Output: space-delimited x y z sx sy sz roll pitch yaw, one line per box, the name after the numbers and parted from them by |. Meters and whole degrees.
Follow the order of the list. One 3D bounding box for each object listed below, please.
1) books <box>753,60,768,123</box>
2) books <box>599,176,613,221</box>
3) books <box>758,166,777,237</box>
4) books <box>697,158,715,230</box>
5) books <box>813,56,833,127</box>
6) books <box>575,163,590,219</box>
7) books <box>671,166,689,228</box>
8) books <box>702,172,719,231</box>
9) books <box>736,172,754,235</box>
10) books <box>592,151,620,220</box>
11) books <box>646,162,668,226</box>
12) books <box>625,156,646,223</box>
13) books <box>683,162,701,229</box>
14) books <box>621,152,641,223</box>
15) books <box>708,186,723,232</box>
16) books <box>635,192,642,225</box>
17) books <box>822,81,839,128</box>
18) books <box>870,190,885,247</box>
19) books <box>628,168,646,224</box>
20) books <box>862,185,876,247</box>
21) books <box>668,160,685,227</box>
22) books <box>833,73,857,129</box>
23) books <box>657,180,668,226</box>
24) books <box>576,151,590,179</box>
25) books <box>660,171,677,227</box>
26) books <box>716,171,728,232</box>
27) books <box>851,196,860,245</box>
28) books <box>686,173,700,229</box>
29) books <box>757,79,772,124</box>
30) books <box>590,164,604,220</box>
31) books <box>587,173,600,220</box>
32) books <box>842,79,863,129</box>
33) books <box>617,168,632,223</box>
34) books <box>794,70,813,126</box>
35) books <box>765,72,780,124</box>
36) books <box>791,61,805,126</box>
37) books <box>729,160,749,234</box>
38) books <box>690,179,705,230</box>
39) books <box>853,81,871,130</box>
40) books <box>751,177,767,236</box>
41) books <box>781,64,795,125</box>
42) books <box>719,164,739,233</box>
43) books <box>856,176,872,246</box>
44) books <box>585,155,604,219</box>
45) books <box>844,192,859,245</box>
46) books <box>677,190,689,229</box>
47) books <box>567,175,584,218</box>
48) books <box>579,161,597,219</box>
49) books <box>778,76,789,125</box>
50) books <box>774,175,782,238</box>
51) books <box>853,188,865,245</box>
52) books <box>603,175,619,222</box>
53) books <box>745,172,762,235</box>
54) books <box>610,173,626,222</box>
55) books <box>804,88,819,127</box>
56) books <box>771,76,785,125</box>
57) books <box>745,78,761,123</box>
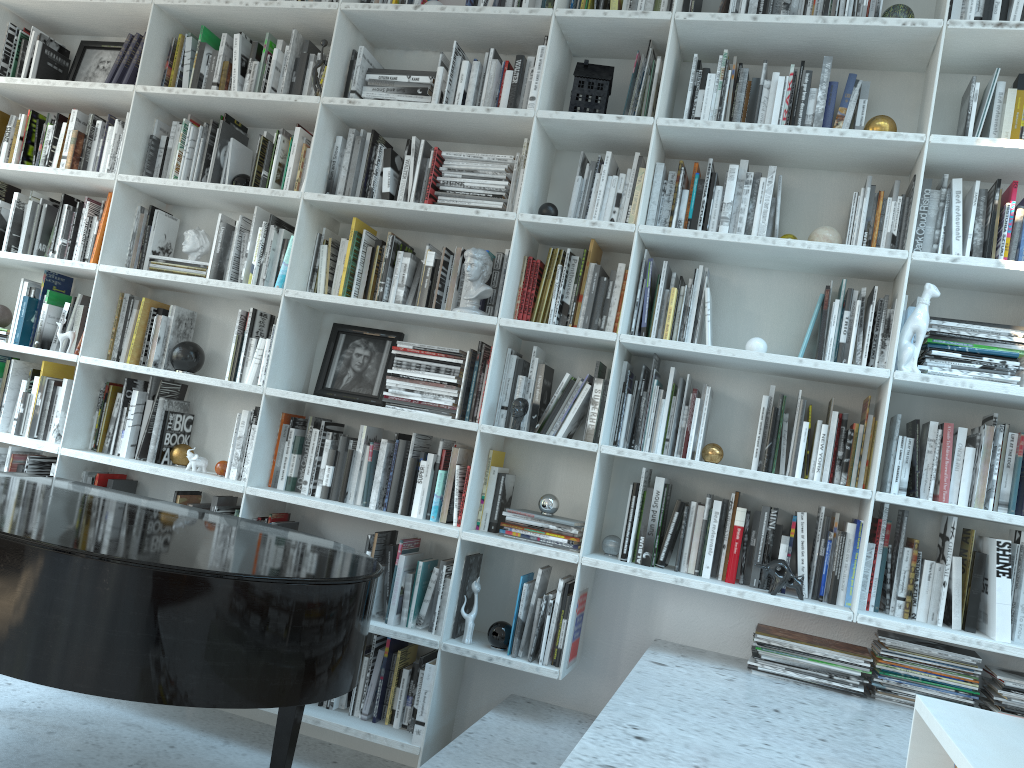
0.859 -0.955 3.080 0.013 0.284 0.154 9 -4 17 | books
0.345 -0.620 3.165 0.024 0.194 0.173 9 -4 17 | books
0.864 -0.580 3.012 0.024 0.272 0.170 9 -4 17 | books
0.670 -0.614 3.069 0.014 0.280 0.177 9 -4 17 | books
1.042 -0.929 2.998 0.029 0.285 0.183 9 -4 17 | books
0.269 -0.655 3.213 0.024 0.242 0.159 9 -4 17 | books
0.587 -0.610 3.101 0.014 0.247 0.177 9 -4 17 | books
0.685 -0.589 3.068 0.022 0.237 0.164 9 -4 17 | books
0.797 -0.576 3.036 0.025 0.244 0.183 9 -4 17 | books
0.334 -0.663 3.161 0.028 0.275 0.187 9 -4 17 | books
0.512 -0.623 3.120 0.028 0.251 0.190 9 -4 17 | books
0.442 -0.646 3.151 0.025 0.277 0.173 9 -4 17 | books
0.631 -0.619 3.119 0.014 0.283 0.135 9 -4 17 | books
0.429 -0.656 3.158 0.028 0.293 0.154 9 -4 17 | books
0.706 -0.564 3.068 0.025 0.194 0.171 9 -4 17 | books
0.472 -0.621 3.139 0.026 0.237 0.173 9 -4 17 | books
1.067 -0.887 3.001 0.030 0.213 0.157 9 -4 17 | books
1.196 -0.504 2.931 0.016 0.228 0.160 9 -4 17 | books
0.449 -0.622 3.130 0.028 0.229 0.177 9 -4 17 | books
1.170 -0.516 2.938 0.016 0.243 0.152 9 -4 17 | books
0.581 -0.625 3.122 0.014 0.278 0.154 9 -4 17 | books
1.106 -0.894 2.978 0.054 0.235 0.171 9 -4 17 | books
0.536 -0.597 3.140 0.013 0.209 0.140 9 -4 17 | books
0.243 -0.680 3.224 0.018 0.285 0.159 9 -4 17 | books
0.558 -0.610 3.131 0.030 0.242 0.138 9 -4 17 | books
0.730 -0.591 3.071 0.011 0.256 0.131 9 -4 17 | books
1.133 -0.502 2.950 0.005 0.205 0.154 9 -4 17 | books
0.634 -0.596 3.095 0.013 0.236 0.157 9 -4 17 | books
0.870 -0.919 3.071 0.025 0.216 0.144 9 -4 17 | books
0.320 -0.644 3.186 0.023 0.236 0.178 9 -4 17 | books
0.305 -0.632 3.194 0.023 0.207 0.171 9 -4 17 | books
1.128 -0.880 2.980 0.048 0.216 0.182 9 -4 17 | books
0.407 -0.630 3.160 0.024 0.233 0.150 9 -4 17 | books
0.986 -0.913 3.020 0.030 0.237 0.186 9 -4 17 | books
0.891 -0.927 3.054 0.023 0.236 0.149 9 -4 17 | books
0.975 -0.937 3.046 0.012 0.285 0.159 9 -4 17 | books
0.781 -0.602 3.059 0.027 0.295 0.159 9 -4 17 | books
0.651 -0.583 3.091 0.026 0.215 0.161 9 -4 17 | books
1.169 -0.879 2.987 0.026 0.229 0.140 9 -4 17 | books
0.842 -0.562 3.028 0.021 0.232 0.183 9 -4 17 | books
0.940 -0.933 3.041 0.012 0.264 0.156 9 -4 17 | books
0.744 -0.594 3.042 0.030 0.263 0.182 9 -4 17 | books
1.155 -0.531 2.932 0.015 0.267 0.164 9 -4 17 | books
0.301 -0.667 3.200 0.019 0.275 0.146 9 -4 17 | books
1.125 -0.511 2.957 0.015 0.220 0.140 9 -4 17 | books
0.601 -0.572 3.105 0.021 0.178 0.136 9 -4 17 | books
0.240 -0.632 3.196 0.028 0.185 0.181 9 -4 17 | books
0.284 -0.656 3.203 0.028 0.250 0.164 9 -4 17 | books
0.925 -0.914 3.042 0.011 0.222 0.159 9 -4 17 | books
0.905 -0.562 3.023 0.034 0.254 0.161 9 -4 17 | books
1.142 -0.515 2.947 0.012 0.232 0.154 9 -4 17 | books
0.364 -0.618 3.163 0.027 0.196 0.185 9 -4 17 | books
0.827 -0.578 3.049 0.024 0.262 0.133 9 -4 17 | books
0.385 -0.622 3.158 0.029 0.211 0.158 9 -4 17 | books
1.009 -0.881 3.015 0.027 0.181 0.176 9 -4 17 | books
0.905 -0.912 3.033 0.021 0.209 0.181 9 -4 17 | books
0.835 -0.927 3.088 0.028 0.223 0.142 9 -4 17 | books
